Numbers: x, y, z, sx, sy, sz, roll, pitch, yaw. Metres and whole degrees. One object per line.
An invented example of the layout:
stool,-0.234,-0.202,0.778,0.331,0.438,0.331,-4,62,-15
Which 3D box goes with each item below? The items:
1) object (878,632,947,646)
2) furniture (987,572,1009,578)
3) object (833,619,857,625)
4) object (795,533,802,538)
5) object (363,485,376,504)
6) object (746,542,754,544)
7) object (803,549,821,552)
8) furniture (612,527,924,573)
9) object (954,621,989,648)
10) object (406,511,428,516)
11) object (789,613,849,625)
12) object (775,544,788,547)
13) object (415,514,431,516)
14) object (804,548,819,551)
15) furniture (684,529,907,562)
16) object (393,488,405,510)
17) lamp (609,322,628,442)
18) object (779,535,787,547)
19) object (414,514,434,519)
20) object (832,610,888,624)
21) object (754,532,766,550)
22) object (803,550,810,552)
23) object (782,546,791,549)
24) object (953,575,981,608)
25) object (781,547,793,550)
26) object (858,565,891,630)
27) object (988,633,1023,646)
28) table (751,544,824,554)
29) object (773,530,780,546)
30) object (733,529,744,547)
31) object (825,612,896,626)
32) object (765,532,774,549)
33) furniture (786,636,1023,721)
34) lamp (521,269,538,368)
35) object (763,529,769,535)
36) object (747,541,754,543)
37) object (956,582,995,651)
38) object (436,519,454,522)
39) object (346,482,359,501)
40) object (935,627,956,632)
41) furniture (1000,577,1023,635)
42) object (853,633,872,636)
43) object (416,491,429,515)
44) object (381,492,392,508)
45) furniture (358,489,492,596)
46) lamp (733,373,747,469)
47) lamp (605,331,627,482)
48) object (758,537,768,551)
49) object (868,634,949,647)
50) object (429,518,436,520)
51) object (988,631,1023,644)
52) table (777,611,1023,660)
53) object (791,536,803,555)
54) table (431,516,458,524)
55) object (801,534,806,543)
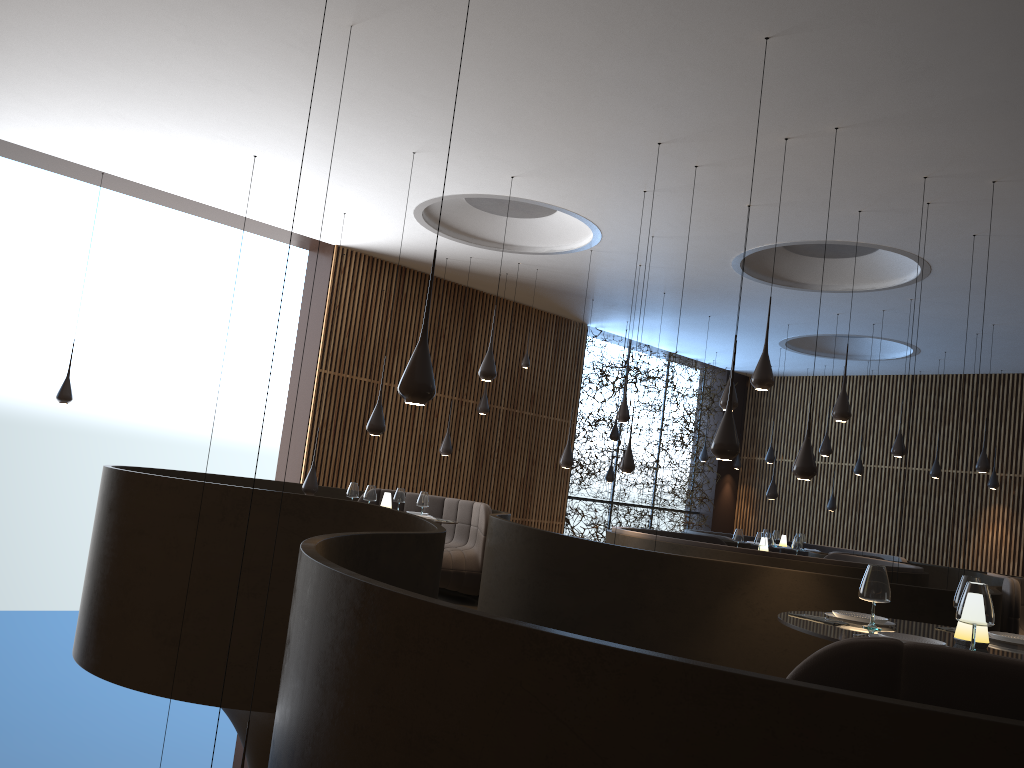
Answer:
object,1.658,1.069,3.681,0.263,0.029,0.264,2,-9,39
furniture,7.278,3.254,12.304,0.900,1.045,2.538,7,-7,0
object,1.739,1.179,4.427,0.412,0.012,0.204,12,-9,-38
object,5.137,2.837,15.932,0.142,0.294,0.142,2,-7,41
object,-1.561,1.261,9.727,0.142,0.294,0.142,2,-8,45
object,4.461,2.940,16.339,0.332,0.014,0.333,0,-10,45
object,5.498,3.060,16.267,0.331,0.014,0.333,3,-8,33
furniture,3.153,2.655,11.467,3.877,1.115,3.803,4,-7,23
object,2.078,1.061,3.997,0.142,0.231,0.145,4,-6,26
object,-1.118,1.535,10.479,0.263,0.029,0.264,5,-7,14
object,1.477,1.134,4.272,0.127,0.017,0.262,12,-8,-33
object,5.109,3.069,16.829,0.263,0.029,0.264,2,-9,39
object,-1.119,1.544,10.478,0.331,0.014,0.333,2,-9,39
object,5.499,3.051,16.268,0.263,0.029,0.264,2,-8,36
furniture,5.039,3.412,16.042,3.880,1.045,3.804,4,-7,25
object,-1.331,1.377,10.457,0.142,0.294,0.142,6,-6,16
lamp,1.997,-0.052,16.290,0.196,2.218,0.196,8,-5,-7
object,5.000,2.898,16.325,0.142,0.231,0.145,4,-6,28
object,-0.992,1.463,9.747,0.263,0.029,0.264,4,-7,25
object,1.737,1.168,4.425,0.263,0.029,0.264,5,-7,18
object,3.121,2.015,11.158,0.142,0.294,0.142,6,-6,9
object,5.236,2.968,15.711,0.126,0.017,0.263,6,-7,8
object,4.944,2.922,15.774,0.264,0.029,0.263,12,-8,-36
object,2.257,1.098,4.377,0.142,0.294,0.142,2,-8,45
object,4.943,2.932,15.773,0.331,0.014,0.333,3,-8,34
object,1.720,1.011,4.207,0.142,0.294,0.142,4,-7,33
object,2.468,1.256,4.323,0.333,0.014,0.332,13,-9,-41
table,4.923,3.517,16.268,1.671,1.021,1.677,6,-6,9
object,4.959,2.904,16.681,0.142,0.294,0.142,12,-7,-42
object,3.001,2.073,11.765,0.142,0.294,0.142,6,-6,15
object,1.735,1.177,4.424,0.332,0.014,0.332,12,-8,-33
object,3.446,2.146,11.913,0.142,0.294,0.142,9,-6,-21
furniture,2.735,1.471,3.004,4.249,1.119,1.470,11,-7,-29
lamp,0.289,-0.986,13.289,0.133,1.505,0.133,2,-7,43
object,4.621,2.801,16.168,0.142,0.294,0.142,2,-8,42
object,4.462,2.930,16.340,0.263,0.029,0.264,8,-7,-6
object,1.899,0.965,3.637,0.142,0.294,0.142,9,-6,-18
object,-0.787,1.531,9.962,0.262,0.017,0.127,1,-9,40
object,-1.820,1.276,10.124,0.142,0.294,0.142,5,-6,21
object,2.320,1.277,4.586,0.262,0.017,0.126,11,-8,-32
furniture,5.719,2.607,9.185,2.537,1.058,0.931,12,-8,-36
object,1.654,1.080,3.684,0.205,0.012,0.411,11,-8,-32
object,-1.007,1.362,9.990,0.142,0.294,0.142,12,-7,-39
object,-1.423,1.348,10.048,0.142,0.231,0.144,9,-6,-21
furniture,-1.155,1.873,10.763,2.530,1.058,0.934,1,-9,44
lamp,5.294,0.855,20.442,0.196,2.218,0.196,9,-6,-17
lamp,2.038,0.409,17.005,0.196,2.954,0.196,8,-5,-7
object,3.275,2.111,11.540,0.145,0.231,0.142,10,-6,-26
object,1.657,1.079,3.680,0.332,0.014,0.332,11,-8,-31
object,-0.993,1.473,9.747,0.331,0.014,0.333,5,-7,18
object,2.469,1.247,4.324,0.263,0.029,0.264,2,-9,38
table,2.001,1.680,3.939,1.676,1.021,1.673,11,-8,-33
object,3.649,2.104,11.351,0.142,0.294,0.142,5,-6,19
table,-1.500,1.967,9.990,1.671,1.021,1.677,2,-8,40
object,5.383,2.932,16.472,0.142,0.294,0.142,7,-6,1
